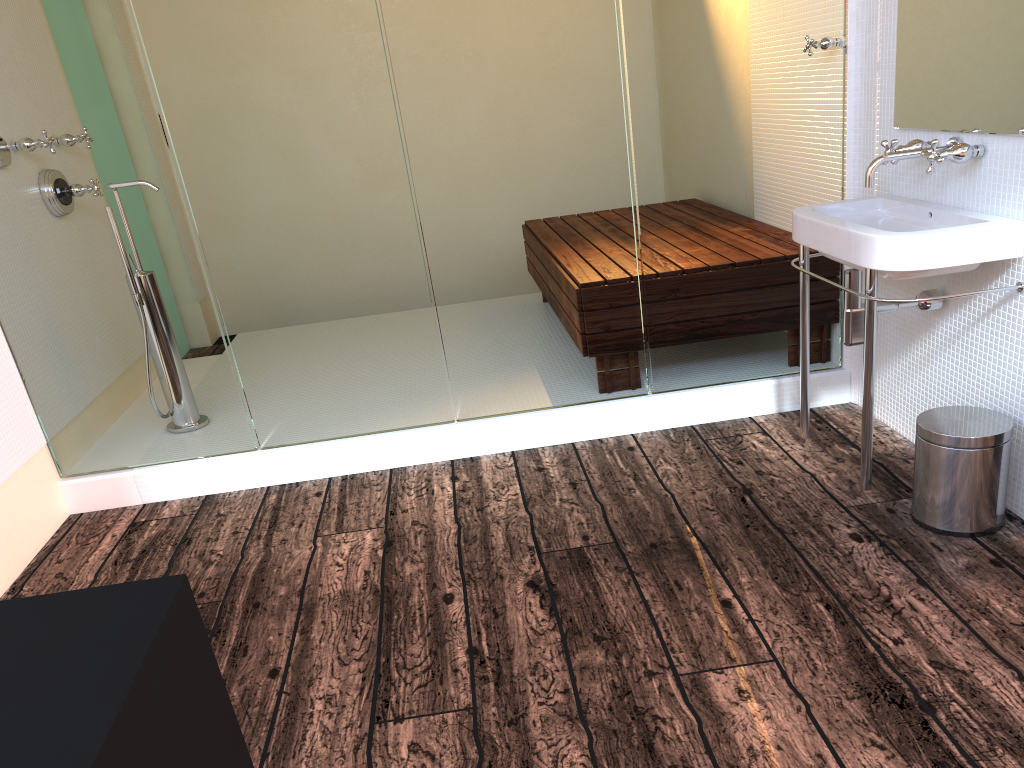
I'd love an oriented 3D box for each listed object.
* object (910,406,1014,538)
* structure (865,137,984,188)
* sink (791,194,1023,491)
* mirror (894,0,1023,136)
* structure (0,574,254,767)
[{"bbox_3d":[1.142,0.244,2.257,0.221,0.310,0.221,-24,26,-35],"label":"object"},{"bbox_3d":[1.021,-0.636,2.261,0.236,0.124,0.294,-9,20,-3],"label":"structure"},{"bbox_3d":[1.038,-0.132,2.483,0.346,0.796,0.672,-9,21,-3],"label":"sink"},{"bbox_3d":[1.040,-1.307,2.008,0.011,1.294,0.596,-9,22,-3],"label":"mirror"},{"bbox_3d":[-0.616,0.812,0.610,0.800,0.872,0.858,-9,21,-3],"label":"structure"}]
